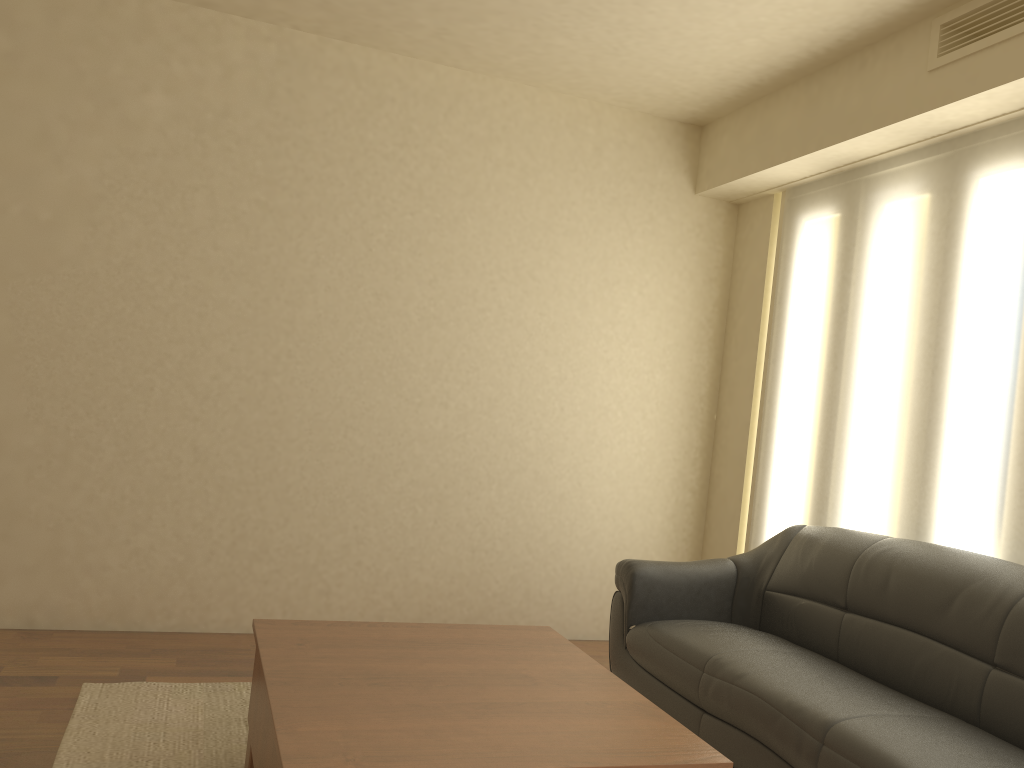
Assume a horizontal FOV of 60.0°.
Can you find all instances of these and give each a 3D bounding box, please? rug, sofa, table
[{"bbox_3d":[0.077,1.334,2.186,2.482,0.011,3.592,7,-1,-19],"label":"rug"},{"bbox_3d":[1.232,1.013,3.043,0.944,0.918,2.337,7,-1,-19],"label":"sofa"},{"bbox_3d":[-0.181,1.071,2.482,1.045,0.482,1.213,7,-1,-19],"label":"table"}]

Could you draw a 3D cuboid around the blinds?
[{"bbox_3d":[1.816,0.180,3.441,0.002,2.453,2.830,7,-1,-19],"label":"blinds"}]
